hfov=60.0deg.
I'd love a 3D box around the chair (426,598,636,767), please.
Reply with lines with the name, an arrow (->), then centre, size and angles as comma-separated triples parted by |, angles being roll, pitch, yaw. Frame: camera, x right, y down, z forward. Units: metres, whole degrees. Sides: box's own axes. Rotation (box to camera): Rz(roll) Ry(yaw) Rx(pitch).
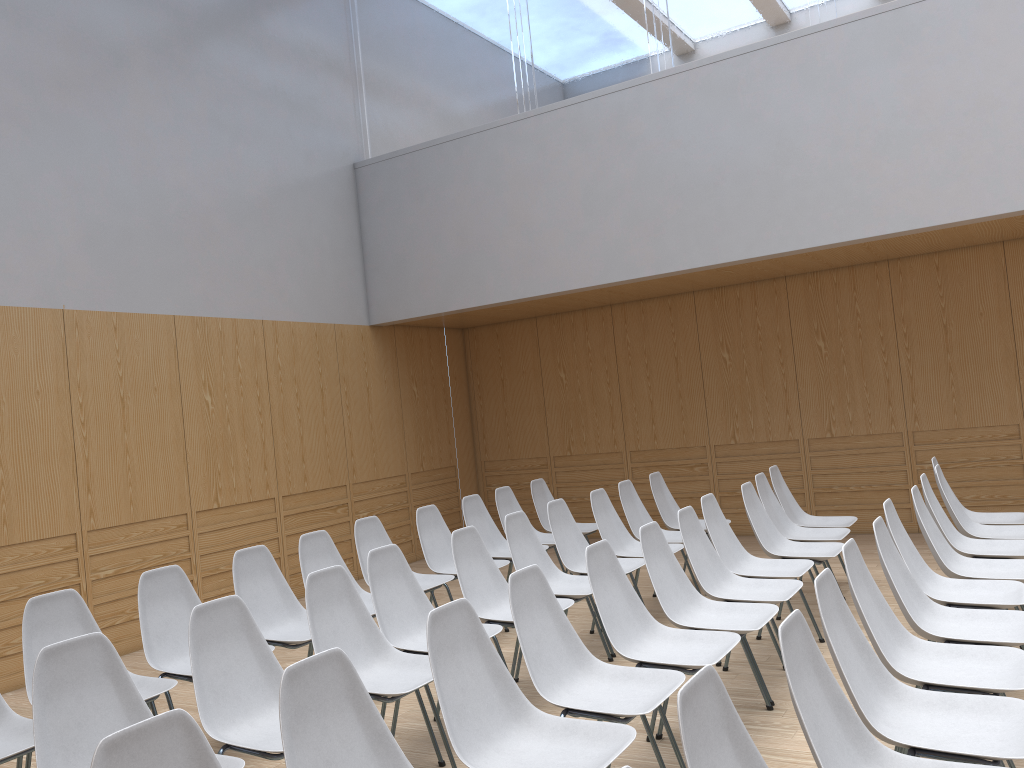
chair -> 0.061, 1.075, 2.548 | 0.506, 0.876, 0.479 | -7, -2, 31

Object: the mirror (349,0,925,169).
mirror -> 5.969, -4.142, 4.616 | 17.830, 2.089, 0.253 | -7, -2, 31

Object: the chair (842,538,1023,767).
chair -> 1.413, 0.953, 2.915 | 0.506, 0.876, 0.479 | -7, -2, 31

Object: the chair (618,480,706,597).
chair -> 1.055, 1.099, 6.173 | 0.506, 0.876, 0.479 | -7, -2, 31

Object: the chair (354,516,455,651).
chair -> -0.655, 1.243, 5.399 | 0.506, 0.876, 0.479 | -7, -2, 31

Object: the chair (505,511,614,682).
chair -> 0.269, 1.132, 4.848 | 0.506, 0.876, 0.479 | -7, -2, 31

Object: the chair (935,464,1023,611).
chair -> 2.778, 0.891, 5.123 | 0.506, 0.876, 0.479 | -7, -2, 31

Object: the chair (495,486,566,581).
chair -> 0.182, 1.203, 6.689 | 0.506, 0.876, 0.479 | -7, -2, 31

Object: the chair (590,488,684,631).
chair -> 0.818, 1.107, 5.719 | 0.506, 0.876, 0.479 | -7, -2, 31

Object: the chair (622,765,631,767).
chair -> 0.387, 0.995, 1.147 | 0.506, 0.876, 0.479 | -7, -2, 31

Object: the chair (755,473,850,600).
chair -> 1.886, 1.000, 5.702 | 0.506, 0.876, 0.479 | -7, -2, 31

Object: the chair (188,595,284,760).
chair -> -0.798, 1.176, 3.015 | 0.506, 0.876, 0.479 | -7, -2, 31

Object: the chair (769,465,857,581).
chair -> 2.112, 0.993, 6.163 | 0.506, 0.876, 0.479 | -7, -2, 31

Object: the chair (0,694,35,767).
chair -> -1.892, 1.289, 3.101 | 0.506, 0.876, 0.479 | -7, -2, 31

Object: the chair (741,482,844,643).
chair -> 1.664, 1.005, 5.195 | 0.506, 0.876, 0.479 | -7, -2, 31

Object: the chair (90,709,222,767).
chair -> -0.502, 1.102, 1.678 | 0.506, 0.876, 0.479 | -7, -2, 31

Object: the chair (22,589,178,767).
chair -> -1.670, 1.282, 3.569 | 0.506, 0.876, 0.479 | -7, -2, 31

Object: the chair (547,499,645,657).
chair -> 0.522, 1.123, 5.313 | 0.506, 0.876, 0.479 | -7, -2, 31

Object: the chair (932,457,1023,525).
chair -> 2.991, 0.887, 5.616 | 0.506, 0.876, 0.479 | -7, -2, 31

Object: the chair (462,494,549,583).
chair -> -0.042, 1.210, 6.238 | 0.506, 0.876, 0.479 | -7, -2, 31

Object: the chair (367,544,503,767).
chair -> -0.345, 1.164, 3.973 | 0.506, 0.876, 0.479 | -7, -2, 31

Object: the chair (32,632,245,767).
chair -> -1.097, 1.192, 2.584 | 0.506, 0.876, 0.479 | -7, -2, 31

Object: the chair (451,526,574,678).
chair -> 0.008, 1.142, 4.373 | 0.506, 0.876, 0.479 | -7, -2, 31

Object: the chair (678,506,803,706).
chair -> 1.120, 1.029, 4.297 | 0.506, 0.876, 0.479 | -7, -2, 31

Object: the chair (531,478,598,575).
chair -> 0.460, 1.190, 7.120 | 0.506, 0.876, 0.479 | -7, -2, 31

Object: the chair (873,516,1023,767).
chair -> 1.691, 0.939, 3.345 | 0.506, 0.876, 0.479 | -7, -2, 31

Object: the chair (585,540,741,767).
chair -> 0.598, 1.052, 3.453 | 0.506, 0.876, 0.479 | -7, -2, 31

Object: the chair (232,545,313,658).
chair -> -1.101, 1.256, 4.453 | 0.506, 0.876, 0.479 | -7, -2, 31

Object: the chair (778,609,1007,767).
chair -> 0.924, 0.970, 1.998 | 0.506, 0.876, 0.479 | -7, -2, 31

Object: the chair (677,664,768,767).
chair -> 0.618, 0.988, 1.617 | 0.506, 0.876, 0.479 | -7, -2, 31

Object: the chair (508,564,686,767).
chair -> 0.297, 1.068, 3.025 | 0.506, 0.876, 0.479 | -7, -2, 31

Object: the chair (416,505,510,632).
chair -> -0.316, 1.221, 5.757 | 0.506, 0.876, 0.479 | -7, -2, 31

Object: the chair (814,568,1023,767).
chair -> 1.163, 0.962, 2.455 | 0.506, 0.876, 0.479 | -7, -2, 31

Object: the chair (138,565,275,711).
chair -> -1.388, 1.269, 4.005 | 0.506, 0.876, 0.479 | -7, -2, 31

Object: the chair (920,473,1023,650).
chair -> 2.506, 0.905, 4.720 | 0.506, 0.876, 0.479 | -7, -2, 31

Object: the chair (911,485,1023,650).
chair -> 2.235, 0.915, 4.226 | 0.506, 0.876, 0.479 | -7, -2, 31

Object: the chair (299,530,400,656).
chair -> -0.870, 1.247, 4.878 | 0.506, 0.876, 0.479 | -7, -2, 31

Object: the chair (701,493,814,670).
chair -> 1.336, 1.023, 4.775 | 0.506, 0.876, 0.479 | -7, -2, 31

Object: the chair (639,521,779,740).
chair -> 0.869, 1.039, 3.855 | 0.506, 0.876, 0.479 | -7, -2, 31

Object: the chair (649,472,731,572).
chair -> 1.343, 1.085, 6.622 | 0.506, 0.876, 0.479 | -7, -2, 31

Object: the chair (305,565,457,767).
chair -> -0.509, 1.164, 3.482 | 0.506, 0.876, 0.479 | -7, -2, 31

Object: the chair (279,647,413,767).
chair -> -0.242, 1.089, 2.075 | 0.506, 0.876, 0.479 | -7, -2, 31

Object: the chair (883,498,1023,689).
chair -> 1.938, 0.931, 3.841 | 0.506, 0.876, 0.479 | -7, -2, 31
